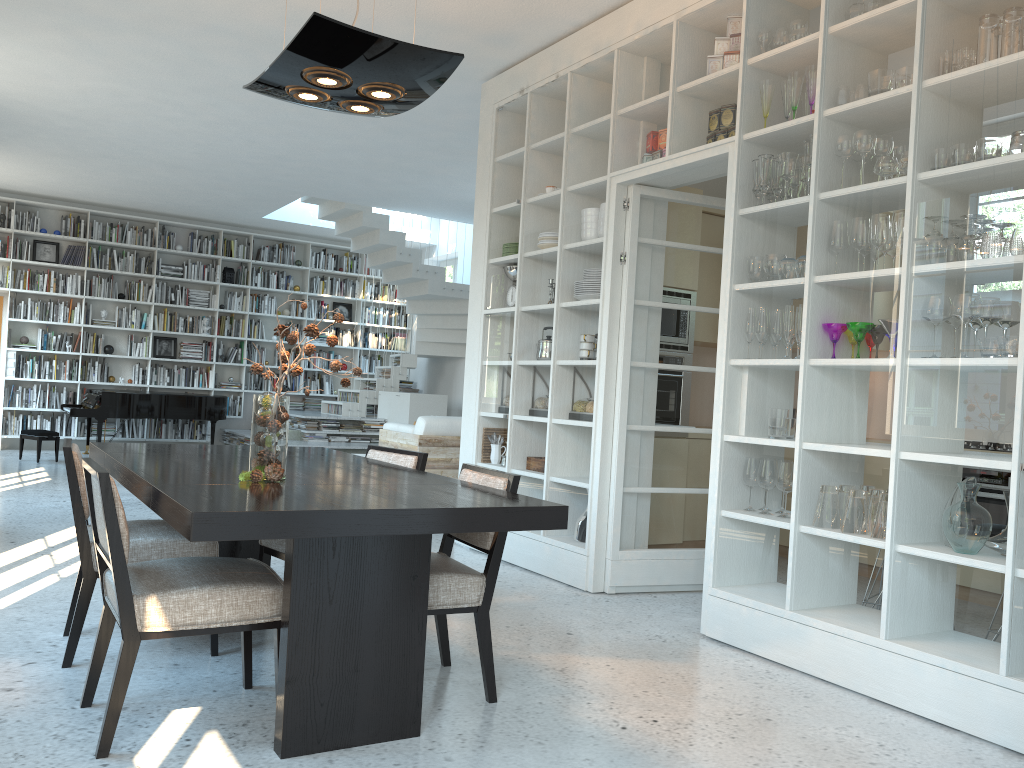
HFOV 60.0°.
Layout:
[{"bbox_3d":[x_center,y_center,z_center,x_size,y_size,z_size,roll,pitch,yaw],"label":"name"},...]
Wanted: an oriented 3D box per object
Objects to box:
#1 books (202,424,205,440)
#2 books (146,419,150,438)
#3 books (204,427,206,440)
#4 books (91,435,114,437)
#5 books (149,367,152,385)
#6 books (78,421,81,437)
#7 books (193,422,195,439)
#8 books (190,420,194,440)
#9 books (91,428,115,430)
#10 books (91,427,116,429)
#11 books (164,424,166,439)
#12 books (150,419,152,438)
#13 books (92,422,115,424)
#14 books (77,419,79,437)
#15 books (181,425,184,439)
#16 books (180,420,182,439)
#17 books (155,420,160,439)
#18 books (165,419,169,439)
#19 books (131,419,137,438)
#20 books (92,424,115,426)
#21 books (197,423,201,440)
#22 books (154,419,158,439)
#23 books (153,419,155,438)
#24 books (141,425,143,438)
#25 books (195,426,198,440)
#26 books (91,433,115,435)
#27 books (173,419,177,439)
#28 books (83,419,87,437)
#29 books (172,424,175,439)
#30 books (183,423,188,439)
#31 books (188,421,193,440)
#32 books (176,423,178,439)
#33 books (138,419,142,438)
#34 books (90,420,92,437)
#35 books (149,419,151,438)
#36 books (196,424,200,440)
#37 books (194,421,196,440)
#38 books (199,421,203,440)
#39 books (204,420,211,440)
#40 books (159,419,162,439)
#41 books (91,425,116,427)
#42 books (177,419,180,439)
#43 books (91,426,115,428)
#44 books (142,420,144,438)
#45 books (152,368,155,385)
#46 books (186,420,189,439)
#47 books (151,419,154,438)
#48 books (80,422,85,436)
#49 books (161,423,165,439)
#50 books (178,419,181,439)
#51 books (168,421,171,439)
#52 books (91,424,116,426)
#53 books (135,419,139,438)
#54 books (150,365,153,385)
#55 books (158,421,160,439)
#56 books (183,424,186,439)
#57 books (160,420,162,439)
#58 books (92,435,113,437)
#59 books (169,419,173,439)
[{"bbox_3d":[-4.338,0.666,12.409,0.029,0.218,0.190,3,0,-31],"label":"books"},{"bbox_3d":[-4.952,0.605,12.038,0.026,0.256,0.183,3,0,-31],"label":"books"},{"bbox_3d":[-4.324,0.685,12.434,0.023,0.182,0.148,3,0,-31],"label":"books"},{"bbox_3d":[-5.437,0.691,11.773,0.285,0.007,0.159,4,-1,-31],"label":"books"},{"bbox_3d":[-4.927,-0.111,12.049,0.029,0.244,0.154,3,0,-31],"label":"books"},{"bbox_3d":[-5.680,0.586,11.621,0.025,0.198,0.160,3,0,-31],"label":"books"},{"bbox_3d":[-4.455,0.648,12.360,0.028,0.239,0.140,3,0,-31],"label":"books"},{"bbox_3d":[-4.458,0.608,12.329,0.013,0.317,0.186,3,0,-31],"label":"books"},{"bbox_3d":[-5.430,0.595,11.774,0.285,0.007,0.159,4,-1,-31],"label":"books"},{"bbox_3d":[-5.429,0.583,11.768,0.285,0.005,0.159,4,-1,-33],"label":"books"},{"bbox_3d":[-4.779,0.647,12.176,0.030,0.197,0.143,3,0,-31],"label":"books"},{"bbox_3d":[-4.930,0.565,12.070,0.014,0.340,0.139,3,0,-31],"label":"books"},{"bbox_3d":[-5.419,0.513,11.763,0.285,0.005,0.159,4,-1,-26],"label":"books"},{"bbox_3d":[-5.697,0.568,11.615,0.012,0.230,0.138,3,0,-31],"label":"books"},{"bbox_3d":[-4.581,0.653,12.293,0.040,0.212,0.129,3,0,-31],"label":"books"},{"bbox_3d":[-4.602,0.626,12.269,0.024,0.262,0.131,3,0,-31],"label":"books"},{"bbox_3d":[-4.851,0.617,12.124,0.022,0.247,0.143,3,0,-31],"label":"books"},{"bbox_3d":[-4.747,0.600,12.181,0.026,0.294,0.155,3,0,-31],"label":"books"},{"bbox_3d":[-5.106,0.585,11.956,0.073,0.276,0.181,3,0,-31],"label":"books"},{"bbox_3d":[-5.421,0.540,11.764,0.254,0.006,0.161,4,-1,-36],"label":"books"},{"bbox_3d":[-4.381,0.658,12.401,0.028,0.227,0.162,3,0,-31],"label":"books"},{"bbox_3d":[-4.868,0.584,12.101,0.034,0.311,0.170,3,0,-31],"label":"books"},{"bbox_3d":[-4.886,0.569,12.088,0.012,0.337,0.144,3,0,-31],"label":"books"},{"bbox_3d":[-5.025,0.639,12.005,0.024,0.180,0.171,3,0,-31],"label":"books"},{"bbox_3d":[-4.422,0.674,12.375,0.024,0.191,0.155,3,0,-31],"label":"books"},{"bbox_3d":[-5.427,0.657,11.763,0.285,0.007,0.159,4,-1,-26],"label":"books"},{"bbox_3d":[-4.653,0.611,12.223,0.013,0.285,0.184,3,0,-31],"label":"books"},{"bbox_3d":[-5.609,0.574,11.652,0.023,0.231,0.164,3,0,-31],"label":"books"},{"bbox_3d":[-4.678,0.650,12.225,0.024,0.203,0.144,3,0,-31],"label":"books"},{"bbox_3d":[-4.528,0.657,12.293,0.029,0.210,0.170,3,0,-31],"label":"books"},{"bbox_3d":[-4.482,0.639,12.310,0.044,0.251,0.187,3,0,-31],"label":"books"},{"bbox_3d":[-4.642,0.648,12.236,0.022,0.213,0.167,3,0,-31],"label":"books"},{"bbox_3d":[-5.034,0.598,11.979,0.024,0.260,0.189,3,0,-31],"label":"books"},{"bbox_3d":[-5.568,0.551,11.686,0.027,0.282,0.129,3,0,-31],"label":"books"},{"bbox_3d":[-4.934,0.584,12.049,0.014,0.301,0.184,3,0,-31],"label":"books"},{"bbox_3d":[-4.397,0.668,12.378,0.022,0.205,0.191,3,0,-31],"label":"books"},{"bbox_3d":[-4.430,0.639,12.357,0.011,0.258,0.171,3,0,-31],"label":"books"},{"bbox_3d":[-4.358,0.645,12.404,0.013,0.256,0.176,3,0,-31],"label":"books"},{"bbox_3d":[-4.260,0.645,12.391,0.038,0.269,0.277,3,0,-31],"label":"books"},{"bbox_3d":[-4.825,0.604,12.140,0.012,0.276,0.154,3,0,-31],"label":"books"},{"bbox_3d":[-5.425,0.556,11.764,0.285,0.005,0.159,4,-1,-35],"label":"books"},{"bbox_3d":[-4.619,0.588,12.238,0.014,0.336,0.182,3,0,-31],"label":"books"},{"bbox_3d":[-5.430,0.567,11.770,0.285,0.005,0.159,4,-1,-32],"label":"books"},{"bbox_3d":[-5.014,0.611,12.034,0.021,0.237,0.115,3,0,-31],"label":"books"},{"bbox_3d":[-4.885,-0.104,12.054,0.027,0.234,0.167,3,0,-31],"label":"books"},{"bbox_3d":[-4.510,0.617,12.305,0.011,0.292,0.184,3,0,-31],"label":"books"},{"bbox_3d":[-4.909,0.605,12.087,0.025,0.263,0.145,3,0,-31],"label":"books"},{"bbox_3d":[-5.644,0.595,11.634,0.053,0.184,0.148,3,0,-31],"label":"books"},{"bbox_3d":[-4.788,0.641,12.136,0.028,0.206,0.174,3,0,-31],"label":"books"},{"bbox_3d":[-4.609,0.612,12.246,0.014,0.288,0.184,3,0,-31],"label":"books"},{"bbox_3d":[-4.726,0.632,12.198,0.030,0.234,0.138,3,0,-31],"label":"books"},{"bbox_3d":[-5.423,0.546,11.767,0.285,0.005,0.159,4,-1,-34],"label":"books"},{"bbox_3d":[-5.071,0.596,11.993,0.025,0.259,0.132,3,0,-31],"label":"books"},{"bbox_3d":[-4.905,-0.126,12.054,0.011,0.275,0.145,3,0,-31],"label":"books"},{"bbox_3d":[-4.834,0.622,12.130,0.012,0.239,0.128,3,0,-31],"label":"books"},{"bbox_3d":[-4.543,0.658,12.279,0.010,0.206,0.180,3,0,-31],"label":"books"},{"bbox_3d":[-4.816,0.615,12.147,0.012,0.255,0.150,3,0,-31],"label":"books"},{"bbox_3d":[-5.432,0.684,11.765,0.254,0.007,0.161,4,-1,-27],"label":"books"},{"bbox_3d":[-4.700,0.620,12.213,0.028,0.261,0.132,3,0,-31],"label":"books"}]
